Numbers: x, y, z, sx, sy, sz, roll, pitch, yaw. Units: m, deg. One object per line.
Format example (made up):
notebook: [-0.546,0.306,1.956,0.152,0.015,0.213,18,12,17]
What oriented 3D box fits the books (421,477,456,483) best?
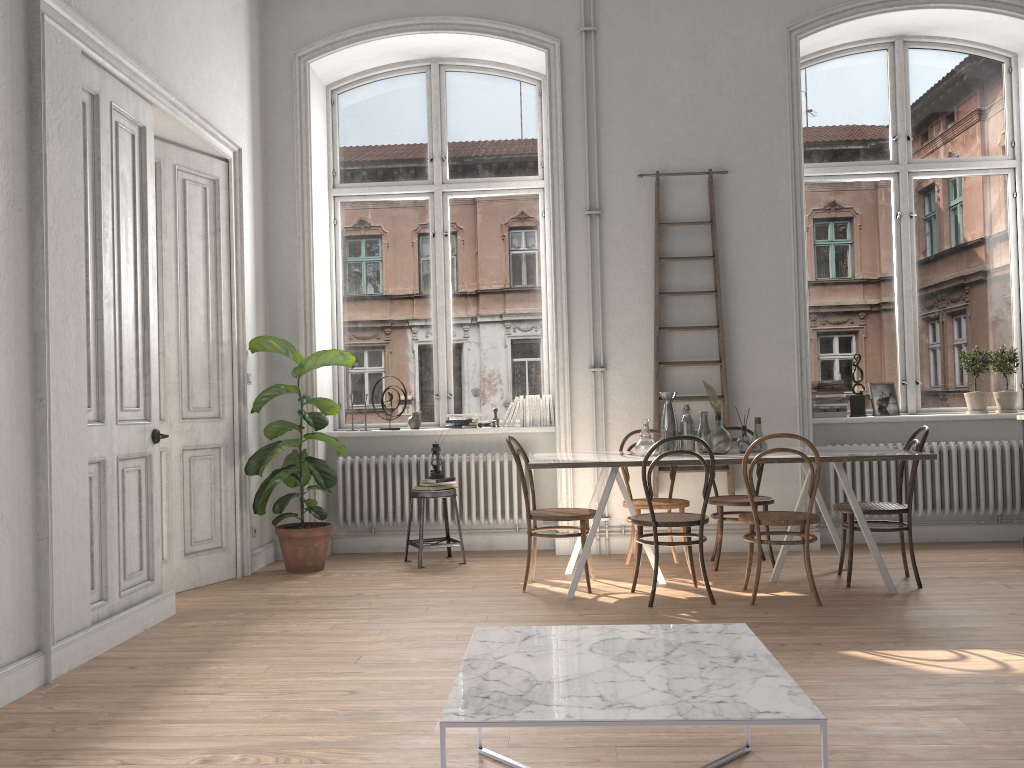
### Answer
books: [-0.532,0.692,6.388,0.147,0.027,0.221,-3,-2,35]

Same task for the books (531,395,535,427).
books: [0.167,0.209,6.938,0.019,0.243,0.174,-2,-1,3]

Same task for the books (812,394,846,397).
books: [2.421,0.091,6.797,0.222,0.024,0.158,-2,-2,3]

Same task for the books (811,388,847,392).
books: [2.411,0.049,6.793,0.244,0.019,0.174,-2,-2,3]

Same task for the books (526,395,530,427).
books: [0.124,0.210,6.914,0.024,0.243,0.175,-2,-1,3]

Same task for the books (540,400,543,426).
books: [0.232,0.226,6.919,0.020,0.205,0.155,-2,-1,3]

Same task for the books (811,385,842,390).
books: [2.402,0.028,6.794,0.231,0.023,0.162,-2,-2,19]

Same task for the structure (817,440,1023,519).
structure: [3.080,0.705,6.588,1.577,0.552,0.194,-2,-1,3]

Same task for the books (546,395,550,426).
books: [0.280,0.206,6.917,0.024,0.243,0.175,-2,-1,3]

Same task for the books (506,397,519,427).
books: [0.004,0.216,6.930,0.100,0.235,0.174,-2,-1,3]

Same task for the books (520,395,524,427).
books: [0.078,0.212,6.948,0.024,0.243,0.175,-2,-1,3]

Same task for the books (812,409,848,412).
books: [2.406,0.202,6.778,0.249,0.023,0.175,-1,-2,-1]

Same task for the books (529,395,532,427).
books: [0.147,0.209,6.922,0.019,0.243,0.174,-2,-1,3]

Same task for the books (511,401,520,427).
books: [0.030,0.232,6.929,0.072,0.203,0.155,-2,-1,3]

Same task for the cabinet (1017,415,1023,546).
cabinet: [3.657,-0.679,4.460,0.635,3.582,3.251,-2,-1,3]

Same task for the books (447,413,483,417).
books: [-0.368,0.244,6.942,0.244,0.019,0.174,-2,-2,13]

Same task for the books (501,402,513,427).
books: [-0.034,0.237,6.936,0.105,0.194,0.155,-2,-1,2]

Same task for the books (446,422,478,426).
books: [-0.390,0.312,6.935,0.205,0.022,0.155,-2,-2,23]

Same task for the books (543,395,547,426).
books: [0.256,0.207,6.938,0.024,0.243,0.175,-2,-1,3]

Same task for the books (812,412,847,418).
books: [2.405,0.235,6.778,0.248,0.043,0.192,-2,-2,3]

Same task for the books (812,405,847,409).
books: [2.405,0.179,6.778,0.249,0.023,0.175,-2,-2,4]

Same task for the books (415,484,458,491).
books: [-0.544,0.741,6.384,0.194,0.034,0.246,-3,-2,43]

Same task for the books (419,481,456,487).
books: [-0.533,0.715,6.387,0.232,0.029,0.163,-1,-2,-26]

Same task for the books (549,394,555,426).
books: [0.311,0.204,6.913,0.040,0.244,0.174,-2,-1,3]

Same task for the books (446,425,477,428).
books: [-0.396,0.335,6.939,0.147,0.023,0.221,0,-2,-38]

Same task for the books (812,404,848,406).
books: [2.416,0.160,6.793,0.255,0.014,0.192,-2,-2,6]

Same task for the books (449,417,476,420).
books: [-0.388,0.269,6.923,0.205,0.020,0.155,-1,-2,-7]

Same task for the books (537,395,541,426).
books: [0.209,0.207,6.919,0.019,0.243,0.174,-2,-1,3]

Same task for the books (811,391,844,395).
books: [2.417,0.069,6.792,0.205,0.022,0.155,-1,-2,-2]

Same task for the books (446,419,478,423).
books: [-0.389,0.290,6.934,0.221,0.023,0.147,-2,-2,19]

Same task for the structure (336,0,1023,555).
structure: [1.189,-0.997,6.645,5.182,4.473,0.340,-2,-1,3]

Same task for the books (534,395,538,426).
books: [0.189,0.209,6.942,0.024,0.243,0.175,-2,-1,3]

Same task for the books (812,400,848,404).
books: [2.414,0.139,6.795,0.245,0.028,0.193,-1,-2,-2]

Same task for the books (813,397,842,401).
books: [2.418,0.114,6.791,0.205,0.022,0.155,-2,-2,17]

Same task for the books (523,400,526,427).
books: [0.103,0.229,6.925,0.020,0.205,0.155,-2,-1,3]
